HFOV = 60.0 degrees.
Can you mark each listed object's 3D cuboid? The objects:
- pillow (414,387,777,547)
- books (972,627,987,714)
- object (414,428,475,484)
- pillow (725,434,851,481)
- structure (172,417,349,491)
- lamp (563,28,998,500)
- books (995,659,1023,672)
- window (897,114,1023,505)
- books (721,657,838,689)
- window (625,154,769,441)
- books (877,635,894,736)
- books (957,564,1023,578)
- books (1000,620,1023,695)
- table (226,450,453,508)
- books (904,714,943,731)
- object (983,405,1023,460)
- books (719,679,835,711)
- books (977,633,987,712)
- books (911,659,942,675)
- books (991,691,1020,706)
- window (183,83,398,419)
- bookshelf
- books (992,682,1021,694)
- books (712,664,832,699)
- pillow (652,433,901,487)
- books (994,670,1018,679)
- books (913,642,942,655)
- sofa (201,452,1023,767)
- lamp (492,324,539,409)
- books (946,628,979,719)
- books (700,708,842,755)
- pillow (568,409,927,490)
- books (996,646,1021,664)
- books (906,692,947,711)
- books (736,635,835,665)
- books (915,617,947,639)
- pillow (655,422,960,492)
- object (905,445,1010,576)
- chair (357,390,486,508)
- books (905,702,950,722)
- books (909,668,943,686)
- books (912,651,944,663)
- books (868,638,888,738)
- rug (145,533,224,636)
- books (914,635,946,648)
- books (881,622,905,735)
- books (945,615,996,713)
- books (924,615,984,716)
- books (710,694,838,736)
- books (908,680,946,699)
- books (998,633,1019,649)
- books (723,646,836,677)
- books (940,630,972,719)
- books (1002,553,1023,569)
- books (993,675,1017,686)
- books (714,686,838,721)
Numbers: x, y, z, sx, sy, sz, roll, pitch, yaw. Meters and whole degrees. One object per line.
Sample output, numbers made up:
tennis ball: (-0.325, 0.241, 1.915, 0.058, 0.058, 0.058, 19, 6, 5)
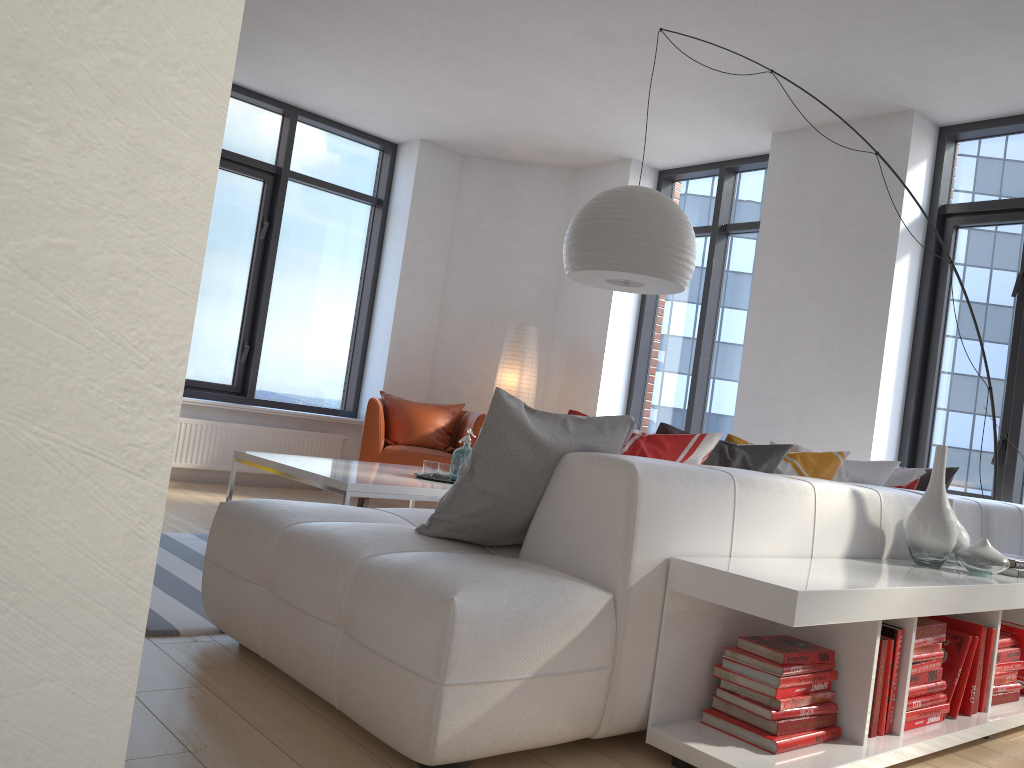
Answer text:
pillow: (0.660, 0.378, 3.506, 0.647, 0.453, 2.953, 6, -3, 37)
books: (1.388, 0.887, 2.844, 0.038, 0.270, 0.215, 10, -3, -40)
object: (-0.290, 0.334, 4.268, 0.330, 0.265, 0.330, 9, -2, -16)
pillow: (0.987, 0.468, 4.071, 0.630, 0.440, 2.095, 8, -2, 6)
structure: (-1.930, 0.552, 6.780, 1.474, 0.460, 0.110, 10, -3, -40)
lamp: (1.768, -0.128, 4.156, 3.199, 2.647, 0.710, 8, -2, -4)
books: (1.587, 0.936, 3.023, 0.261, 0.027, 0.191, 10, -3, -36)
window: (3.024, -0.391, 5.135, 0.170, 2.402, 1.310, 10, -3, -40)
books: (0.698, 0.743, 2.313, 0.269, 0.028, 0.179, 10, -3, -39)
window: (1.535, -0.534, 6.884, 0.170, 2.402, 1.310, 10, -3, -40)
books: (0.952, 0.813, 2.466, 0.042, 0.259, 0.195, 10, -3, -40)
books: (1.731, 0.645, 3.131, 0.300, 0.026, 0.245, 10, -3, -35)
books: (1.737, 0.959, 3.144, 0.134, 0.248, 0.192, 10, -3, -41)
table: (-0.615, 0.639, 4.220, 1.091, 0.435, 1.091, 10, -3, -40)
books: (1.107, 0.959, 2.607, 0.274, 0.029, 0.200, 10, -3, -41)
object: (2.167, 0.357, 3.448, 0.406, 0.744, 0.607, 8, -2, 0)
books: (0.692, 0.796, 2.312, 0.257, 0.025, 0.182, 10, -3, -40)
books: (1.417, 0.894, 2.856, 0.028, 0.266, 0.188, 10, -3, -40)
books: (1.122, 0.807, 2.617, 0.261, 0.027, 0.191, 10, -3, -45)
books: (1.563, 1.037, 3.018, 0.259, 0.034, 0.206, 10, -3, -37)
window: (-1.944, -1.026, 7.073, 1.960, 2.402, 0.170, 10, -3, -40)
bookshelf: (1.448, 0.861, 2.904, 2.600, 0.500, 0.356, 10, -3, -40)
books: (1.565, 1.007, 3.006, 0.266, 0.026, 0.187, 10, -3, -35)
books: (0.681, 0.769, 2.323, 0.261, 0.028, 0.191, 10, -3, -41)
pillow: (0.976, 0.461, 4.390, 0.580, 0.456, 2.156, 9, -2, -15)
books: (1.579, 0.960, 3.013, 0.236, 0.023, 0.178, 10, -3, -40)
books: (1.119, 0.758, 2.615, 0.257, 0.025, 0.182, 10, -3, -40)
sofa: (0.310, 0.619, 3.869, 3.424, 0.732, 2.614, 10, -3, -41)
lamp: (0.195, 0.320, 7.109, 0.804, 1.550, 0.502, 8, -2, 10)
books: (1.321, 0.885, 2.765, 0.115, 0.245, 0.192, 10, -3, -40)
books: (0.670, 0.881, 2.292, 0.301, 0.032, 0.227, 10, -3, -40)
pillow: (0.942, 0.442, 3.315, 2.250, 0.449, 0.575, 10, -3, -43)
books: (1.579, 0.902, 3.035, 0.279, 0.039, 0.206, 10, -3, -41)
books: (1.125, 0.904, 2.600, 0.266, 0.026, 0.187, 10, -3, -41)
books: (0.714, 0.693, 2.314, 0.206, 0.029, 0.152, 10, -3, -34)
books: (1.127, 0.703, 2.619, 0.259, 0.034, 0.206, 10, -3, -43)
pillow: (1.185, 0.459, 3.534, 0.608, 0.436, 2.120, 6, -3, 45)
object: (1.448, 0.409, 2.945, 0.316, 0.398, 0.319, 9, -2, -17)
chair: (-0.703, 0.523, 6.729, 0.896, 0.858, 0.843, 8, -2, -8)
books: (1.125, 0.932, 2.597, 0.282, 0.030, 0.188, 10, -3, -39)
books: (1.108, 0.839, 2.629, 0.279, 0.039, 0.206, 10, -3, -39)
books: (1.135, 0.784, 2.620, 0.236, 0.023, 0.178, 10, -3, -40)
books: (0.916, 0.808, 2.449, 0.034, 0.259, 0.207, 10, -3, -40)
rug: (-0.742, 0.835, 3.967, 2.326, 0.016, 1.662, 10, -3, -41)
books: (1.141, 0.736, 2.624, 0.187, 0.026, 0.266, 6, -3, 44)
books: (0.976, 0.802, 2.493, 0.049, 0.291, 0.214, 10, -3, -40)
books: (1.447, 0.896, 2.862, 0.028, 0.269, 0.181, 10, -3, -41)
books: (1.371, 0.878, 2.807, 0.046, 0.282, 0.199, 10, -3, -40)
books: (0.682, 0.850, 2.310, 0.259, 0.034, 0.206, 10, -3, -37)
books: (1.109, 0.875, 2.631, 0.301, 0.032, 0.227, 10, -3, -40)
books: (1.564, 0.864, 3.051, 0.301, 0.032, 0.227, 10, -3, -40)
books: (0.699, 0.717, 2.316, 0.254, 0.025, 0.178, 10, -3, -41)
books: (1.286, 0.879, 2.744, 0.144, 0.247, 0.188, 10, -3, -40)
books: (1.751, 0.620, 3.113, 0.238, 0.027, 0.188, 9, -3, -27)
books: (1.572, 0.983, 3.020, 0.257, 0.025, 0.182, 10, -3, -40)
books: (0.685, 0.820, 2.299, 0.266, 0.026, 0.187, 10, -3, -35)
